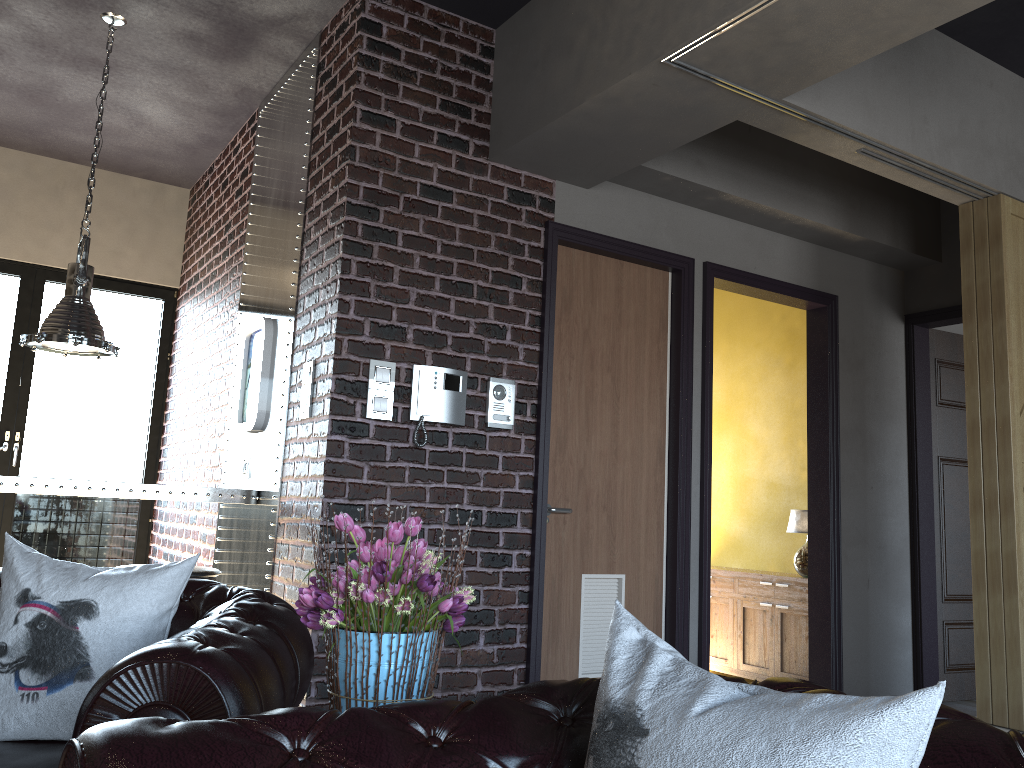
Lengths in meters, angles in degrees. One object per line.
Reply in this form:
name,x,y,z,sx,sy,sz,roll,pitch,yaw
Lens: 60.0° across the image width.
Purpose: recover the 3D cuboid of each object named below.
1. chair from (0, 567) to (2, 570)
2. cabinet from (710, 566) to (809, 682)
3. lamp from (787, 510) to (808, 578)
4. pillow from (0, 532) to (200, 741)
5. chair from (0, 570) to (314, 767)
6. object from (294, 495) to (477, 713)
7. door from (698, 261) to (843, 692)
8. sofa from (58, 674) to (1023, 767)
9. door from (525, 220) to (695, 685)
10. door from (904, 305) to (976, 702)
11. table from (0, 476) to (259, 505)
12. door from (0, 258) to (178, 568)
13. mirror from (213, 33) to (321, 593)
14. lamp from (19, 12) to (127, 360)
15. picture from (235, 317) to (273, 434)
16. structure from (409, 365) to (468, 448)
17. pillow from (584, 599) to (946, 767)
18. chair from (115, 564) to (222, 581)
chair,-1.918,1.080,3.263,0.450,0.776,0.449,1,-9,8
cabinet,1.697,1.691,6.178,0.408,0.752,1.430,8,-10,-32
lamp,1.972,1.361,5.824,0.291,1.047,0.440,-3,-11,31
pillow,-1.111,0.649,2.287,0.541,0.503,0.289,2,-9,6
chair,-1.263,0.910,2.150,1.492,0.847,1.242,3,-9,-2
object,-0.248,0.470,1.740,0.352,0.485,0.348,3,-9,-1
door,1.238,0.680,5.594,1.149,2.550,1.097,8,-11,-32
sofa,0.546,0.740,0.408,1.238,0.840,2.562,8,-10,-32
door,0.489,0.499,4.613,1.002,2.546,0.219,8,-11,-32
door,3.391,0.797,5.681,1.127,2.550,1.148,8,-11,-32
table,-2.081,1.019,4.119,1.597,1.132,0.655,8,-11,-32
door,-3.486,0.466,6.127,1.999,2.687,0.110,8,-11,-32
mirror,-1.335,-0.039,4.713,0.050,3.469,1.046,9,-11,-32
lamp,-2.078,-1.010,4.393,0.411,1.740,0.410,4,-9,-10
picture,-1.366,-0.043,4.694,0.047,0.601,0.411,9,-11,-32
structure,-0.327,0.111,4.020,0.279,0.371,0.068,8,-11,-32
pillow,0.247,0.527,1.066,0.283,0.470,0.527,8,-10,-29
chair,-1.483,1.164,3.711,0.438,0.783,0.438,-4,-11,36
